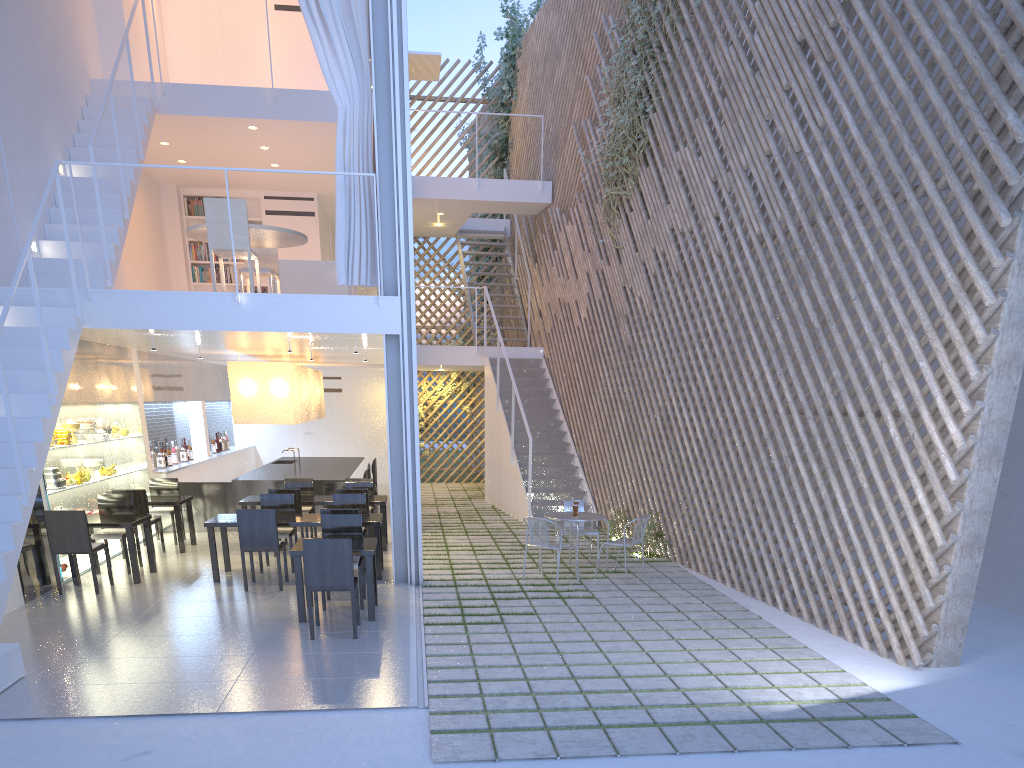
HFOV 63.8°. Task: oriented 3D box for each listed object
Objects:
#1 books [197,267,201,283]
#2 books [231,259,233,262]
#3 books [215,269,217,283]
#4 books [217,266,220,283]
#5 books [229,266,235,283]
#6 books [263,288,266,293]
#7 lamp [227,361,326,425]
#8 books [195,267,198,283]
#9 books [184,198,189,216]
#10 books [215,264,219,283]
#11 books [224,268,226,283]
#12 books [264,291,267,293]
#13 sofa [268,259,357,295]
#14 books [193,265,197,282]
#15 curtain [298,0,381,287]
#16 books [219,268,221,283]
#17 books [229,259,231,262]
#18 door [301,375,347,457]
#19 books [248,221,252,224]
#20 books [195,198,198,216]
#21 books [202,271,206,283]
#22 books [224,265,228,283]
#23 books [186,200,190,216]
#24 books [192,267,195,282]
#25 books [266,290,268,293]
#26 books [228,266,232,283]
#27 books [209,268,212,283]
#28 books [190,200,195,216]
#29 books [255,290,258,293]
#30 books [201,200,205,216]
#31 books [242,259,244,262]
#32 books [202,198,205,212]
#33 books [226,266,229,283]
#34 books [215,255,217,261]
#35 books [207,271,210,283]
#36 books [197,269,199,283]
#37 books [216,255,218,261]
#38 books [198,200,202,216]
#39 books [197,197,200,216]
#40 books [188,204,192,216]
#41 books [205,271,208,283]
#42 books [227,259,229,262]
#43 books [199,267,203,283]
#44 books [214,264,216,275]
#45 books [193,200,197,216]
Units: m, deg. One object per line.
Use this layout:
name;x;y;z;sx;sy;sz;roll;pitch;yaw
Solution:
books;-2.717;-0.944;7.160;0.007;0.139;0.087;-2;13;-7
books;-2.426;-1.120;7.132;0.007;0.139;0.087;-2;13;-7
books;-2.574;-0.938;7.184;0.006;0.130;0.074;-2;14;-7
books;-2.552;-0.949;7.184;0.015;0.154;0.071;-2;15;-7
books;-2.447;-0.949;7.193;0.020;0.157;0.076;-2;15;-7
books;-2.186;-0.766;7.280;0.011;0.157;0.078;-2;15;-7
lamp;-1.916;0.085;6.927;0.448;0.452;2.161;-1;0;-7
books;-2.735;-0.945;7.158;0.015;0.139;0.087;-2;13;-7
books;-2.752;-1.492;6.978;0.015;0.154;0.081;-2;14;-7
books;-2.565;-0.955;7.179;0.011;0.166;0.075;-2;15;-7
books;-2.497;-0.941;7.184;0.005;0.139;0.087;-2;13;-7
books;-2.172;-0.755;7.283;0.015;0.134;0.085;-2;13;-7
sofa;-1.344;-0.579;5.680;0.500;0.395;0.921;0;2;-7
books;-2.751;-0.951;7.157;0.015;0.154;0.081;-2;14;-7
curtain;-0.879;-1.719;3.575;0.515;2.617;0.087;-2;19;-9
books;-2.536;-0.940;7.182;0.015;0.134;0.085;-2;13;-7
books;-2.444;-1.120;7.131;0.015;0.139;0.087;-2;13;-7
door;-2.404;0.476;6.820;0.480;1.256;5.175;2;0;6
books;-2.381;-0.529;5.732;0.030;1.817;3.352;2;4;4
books;-2.668;-1.493;6.988;0.011;0.157;0.078;-2;15;-7
books;-2.683;-0.928;7.184;0.021;0.107;0.057;-2;14;-7
books;-2.490;-0.950;7.185;0.009;0.157;0.082;-2;14;-7
books;-2.741;-1.483;6.980;0.006;0.133;0.087;-2;13;-7
books;-2.761;-0.942;7.156;0.006;0.133;0.087;-2;13;-7
books;-2.162;-0.757;7.292;0.006;0.139;0.065;-2;15;-7
books;-2.462;-0.949;7.190;0.011;0.157;0.078;-2;15;-7
books;-2.618;-0.940;7.173;0.021;0.133;0.084;-2;13;-7
books;-2.707;-1.486;6.994;0.021;0.141;0.064;-2;15;-7
books;-2.249;-0.759;7.283;0.021;0.141;0.064;-2;15;-7
books;-2.623;-1.484;6.992;0.007;0.139;0.087;-2;13;-7
books;-2.327;-1.116;7.146;0.021;0.133;0.084;-2;13;-7
books;-2.609;-1.492;6.996;0.024;0.157;0.076;-2;15;-7
books;-2.473;-0.947;7.188;0.010;0.152;0.081;-2;14;-7
books;-2.555;-1.129;7.121;0.008;0.157;0.076;-2;15;-7
books;-2.641;-0.928;7.189;0.021;0.107;0.057;-2;14;-7
books;-2.725;-0.940;7.163;0.006;0.131;0.082;-2;13;-7
books;-2.545;-1.129;7.121;0.011;0.157;0.078;-2;15;-7
books;-2.639;-1.481;6.993;0.021;0.133;0.084;-2;13;-7
books;-2.656;-1.497;6.990;0.011;0.166;0.075;-2;15;-7
books;-2.730;-1.470;7.000;0.021;0.107;0.057;-2;14;-7
books;-2.662;-0.928;7.187;0.021;0.107;0.057;-2;14;-7
books;-2.460;-1.127;7.129;0.015;0.154;0.081;-2;14;-7
books;-2.704;-0.945;7.173;0.021;0.141;0.064;-2;15;-7
books;-2.585;-0.955;7.174;0.015;0.165;0.079;-2;15;-7
books;-2.686;-1.485;6.996;0.021;0.141;0.064;-2;15;-7
